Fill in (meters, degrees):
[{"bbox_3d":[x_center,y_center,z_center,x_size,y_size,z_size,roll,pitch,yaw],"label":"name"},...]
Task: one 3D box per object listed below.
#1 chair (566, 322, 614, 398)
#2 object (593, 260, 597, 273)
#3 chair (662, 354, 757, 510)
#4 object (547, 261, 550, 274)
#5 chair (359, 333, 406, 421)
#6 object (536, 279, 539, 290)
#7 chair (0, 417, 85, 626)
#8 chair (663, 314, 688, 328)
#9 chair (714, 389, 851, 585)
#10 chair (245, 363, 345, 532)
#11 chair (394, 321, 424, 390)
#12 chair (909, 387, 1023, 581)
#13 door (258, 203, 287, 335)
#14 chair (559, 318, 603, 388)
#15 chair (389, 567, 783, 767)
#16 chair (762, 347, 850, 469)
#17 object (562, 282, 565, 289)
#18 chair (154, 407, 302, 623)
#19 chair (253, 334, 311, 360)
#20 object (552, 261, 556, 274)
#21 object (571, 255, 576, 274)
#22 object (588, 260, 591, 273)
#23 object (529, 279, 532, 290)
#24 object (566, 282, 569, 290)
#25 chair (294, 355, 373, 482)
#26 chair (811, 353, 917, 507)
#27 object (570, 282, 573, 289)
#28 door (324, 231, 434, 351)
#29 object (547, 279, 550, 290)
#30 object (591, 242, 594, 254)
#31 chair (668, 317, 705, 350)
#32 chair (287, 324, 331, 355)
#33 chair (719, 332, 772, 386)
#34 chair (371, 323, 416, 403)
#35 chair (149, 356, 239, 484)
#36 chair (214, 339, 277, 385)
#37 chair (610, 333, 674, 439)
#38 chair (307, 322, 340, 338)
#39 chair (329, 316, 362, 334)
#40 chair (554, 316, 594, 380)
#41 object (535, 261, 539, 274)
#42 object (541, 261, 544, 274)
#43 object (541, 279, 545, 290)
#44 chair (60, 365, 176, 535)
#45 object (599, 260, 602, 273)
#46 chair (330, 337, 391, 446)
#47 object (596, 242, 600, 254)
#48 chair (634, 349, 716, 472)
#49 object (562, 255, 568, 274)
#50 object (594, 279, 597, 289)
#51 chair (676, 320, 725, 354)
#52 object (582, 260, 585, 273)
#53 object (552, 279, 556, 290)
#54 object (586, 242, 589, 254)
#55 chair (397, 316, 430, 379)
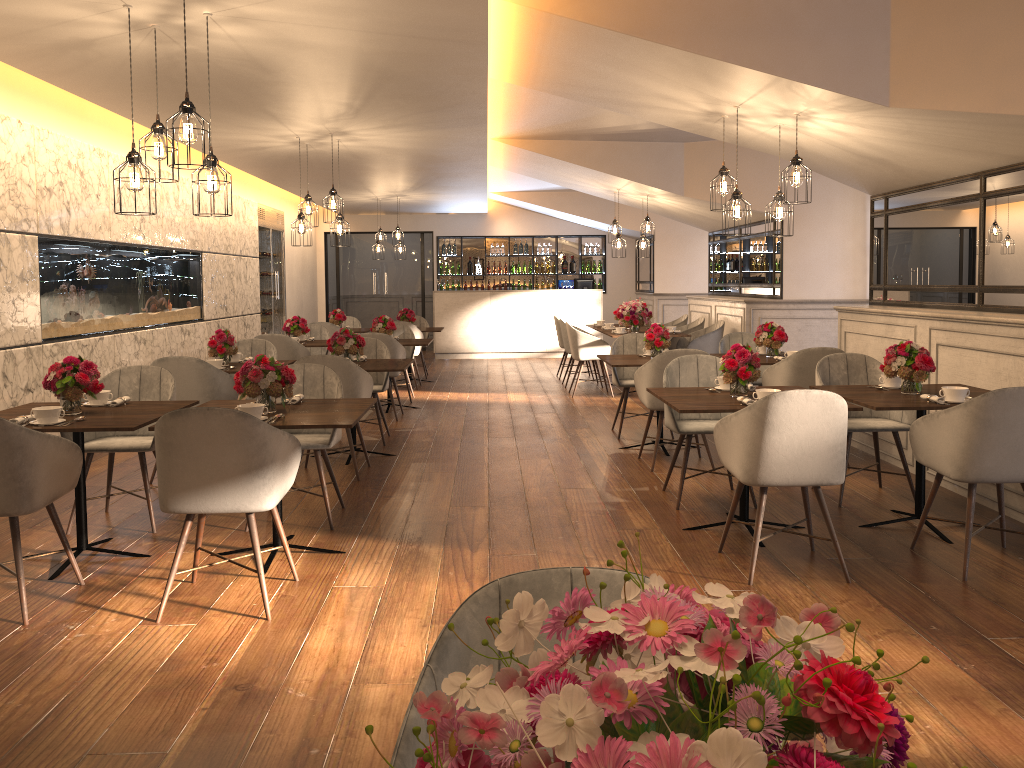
[{"bbox_3d":[0.901,-0.300,10.400,0.526,0.869,0.567,-1,4,-2],"label":"chair"},{"bbox_3d":[1.625,-2.300,17.358,0.065,0.260,0.066,-2,4,-23],"label":"object"},{"bbox_3d":[1.190,0.274,5.417,0.565,0.869,0.528,-1,4,-2],"label":"chair"},{"bbox_3d":[0.713,-2.288,17.333,0.065,0.260,0.066,-2,4,-23],"label":"object"},{"bbox_3d":[-1.344,-0.090,8.770,0.565,0.869,0.528,-1,4,-2],"label":"chair"},{"bbox_3d":[0.495,-1.924,17.348,0.065,0.260,0.066,-2,4,-23],"label":"object"},{"bbox_3d":[-2.161,0.505,3.698,0.565,0.869,0.528,-1,4,-2],"label":"chair"},{"bbox_3d":[2.175,-0.535,12.329,0.526,0.869,0.567,-1,4,-2],"label":"chair"},{"bbox_3d":[1.258,0.427,4.092,0.565,0.869,0.528,-1,4,-2],"label":"chair"},{"bbox_3d":[-1.224,0.340,5.050,0.565,0.869,0.528,-1,4,-2],"label":"chair"},{"bbox_3d":[-1.413,-0.375,11.243,0.565,0.869,0.528,-1,4,-2],"label":"chair"},{"bbox_3d":[2.217,0.415,4.118,0.565,0.869,0.528,-1,4,-2],"label":"chair"},{"bbox_3d":[-3.652,-1.460,13.549,0.134,2.460,1.865,-1,5,-2],"label":"door"},{"bbox_3d":[0.874,-0.408,11.337,0.526,0.869,0.567,-1,4,-2],"label":"chair"},{"bbox_3d":[0.110,0.768,1.243,0.565,0.869,0.528,-1,4,-2],"label":"chair"},{"bbox_3d":[2.152,0.147,6.437,0.565,0.869,0.528,-1,4,-2],"label":"chair"},{"bbox_3d":[1.013,-1.902,17.363,0.065,0.207,0.065,3,5,44],"label":"object"},{"bbox_3d":[-1.203,0.493,3.724,0.565,0.869,0.528,-1,4,-2],"label":"chair"},{"bbox_3d":[-2.303,-0.078,8.744,0.565,0.869,0.528,-1,4,-2],"label":"chair"},{"bbox_3d":[0.823,-2.289,17.336,0.065,0.260,0.066,-2,4,-23],"label":"object"},{"bbox_3d":[1.197,-2.341,17.318,0.104,0.358,0.104,1,4,26],"label":"object"},{"bbox_3d":[1.514,-2.298,17.355,0.065,0.260,0.066,-2,4,-23],"label":"object"},{"bbox_3d":[0.362,-1.923,17.344,0.065,0.260,0.066,-2,4,-23],"label":"object"},{"bbox_3d":[1.091,-1.903,17.366,0.065,0.207,0.065,3,5,44],"label":"object"},{"bbox_3d":[-1.272,0.207,6.197,0.565,0.869,0.528,-1,4,-2],"label":"chair"},{"bbox_3d":[2.148,0.262,5.443,0.565,0.869,0.528,-1,4,-2],"label":"chair"},{"bbox_3d":[1.169,-1.904,17.368,0.065,0.207,0.065,3,5,44],"label":"object"},{"bbox_3d":[-2.566,-1.799,17.314,2.106,2.326,0.274,-1,3,-2],"label":"door"},{"bbox_3d":[0.716,-1.927,17.354,0.065,0.260,0.066,-2,4,-23],"label":"object"},{"bbox_3d":[1.577,-2.651,17.305,0.070,0.235,0.041,-1,3,-2],"label":"object"},{"bbox_3d":[2.201,-0.427,11.391,0.526,0.869,0.567,-1,4,-2],"label":"chair"},{"bbox_3d":[-2.324,-0.231,10.070,0.565,0.869,0.528,-1,4,-2],"label":"chair"},{"bbox_3d":[2.084,-0.006,7.762,0.565,0.869,0.528,-1,4,-2],"label":"chair"},{"bbox_3d":[-1.366,-0.243,10.096,0.565,0.869,0.528,-1,4,-2],"label":"chair"},{"bbox_3d":[-2.231,0.220,6.171,0.565,0.869,0.528,-1,4,-2],"label":"chair"},{"bbox_3d":[-2.253,0.066,7.497,0.565,0.869,0.528,-1,4,-2],"label":"chair"},{"bbox_3d":[1.125,0.006,7.736,0.565,0.869,0.528,-1,4,-2],"label":"chair"},{"bbox_3d":[-2.372,-0.363,11.217,0.565,0.869,0.528,-1,4,-2],"label":"chair"},{"bbox_3d":[-2.394,-0.516,12.543,0.565,0.869,0.528,-1,4,-2],"label":"chair"},{"bbox_3d":[0.848,-0.516,12.275,0.526,0.869,0.567,-1,4,-2],"label":"chair"},{"bbox_3d":[0.492,-2.285,17.327,0.065,0.260,0.066,-2,4,-23],"label":"object"},{"bbox_3d":[0.602,-2.287,17.330,0.065,0.260,0.066,-2,4,-23],"label":"object"},{"bbox_3d":[0.605,-1.926,17.351,0.065,0.260,0.066,-2,4,-23],"label":"object"},{"bbox_3d":[-2.183,0.352,5.024,0.565,0.869,0.528,-1,4,-2],"label":"chair"},{"bbox_3d":[1.735,-2.301,17.361,0.065,0.260,0.066,-2,4,-23],"label":"object"},{"bbox_3d":[-1.294,0.054,7.523,0.565,0.869,0.528,-1,4,-2],"label":"chair"},{"bbox_3d":[1.678,-2.652,17.308,0.070,0.235,0.041,-1,3,-2],"label":"object"},{"bbox_3d":[1.193,0.159,6.411,0.565,0.869,0.528,-1,4,-2],"label":"chair"},{"bbox_3d":[1.040,-2.338,17.317,0.104,0.358,0.104,-3,5,-40],"label":"object"},{"bbox_3d":[1.628,-1.939,17.379,0.065,0.260,0.066,-2,4,-23],"label":"object"},{"bbox_3d":[2.228,-0.319,10.454,0.526,0.869,0.567,-1,4,-2],"label":"chair"},{"bbox_3d":[1.404,-2.298,17.352,0.065,0.262,0.066,-2,4,-23],"label":"object"},{"bbox_3d":[0.826,-1.929,17.357,0.065,0.260,0.066,-2,4,-23],"label":"object"},{"bbox_3d":[1.477,-2.650,17.303,0.070,0.235,0.041,-1,3,-2],"label":"object"},{"bbox_3d":[-1.435,-0.529,12.569,0.565,0.869,0.528,-1,4,-2],"label":"chair"}]
